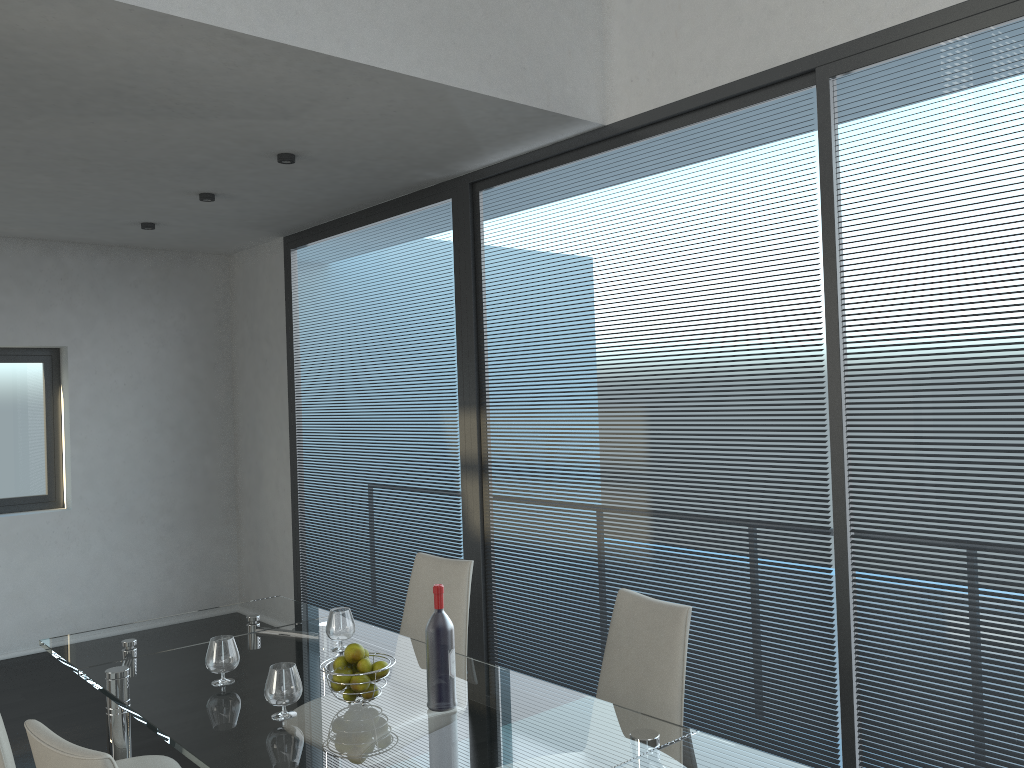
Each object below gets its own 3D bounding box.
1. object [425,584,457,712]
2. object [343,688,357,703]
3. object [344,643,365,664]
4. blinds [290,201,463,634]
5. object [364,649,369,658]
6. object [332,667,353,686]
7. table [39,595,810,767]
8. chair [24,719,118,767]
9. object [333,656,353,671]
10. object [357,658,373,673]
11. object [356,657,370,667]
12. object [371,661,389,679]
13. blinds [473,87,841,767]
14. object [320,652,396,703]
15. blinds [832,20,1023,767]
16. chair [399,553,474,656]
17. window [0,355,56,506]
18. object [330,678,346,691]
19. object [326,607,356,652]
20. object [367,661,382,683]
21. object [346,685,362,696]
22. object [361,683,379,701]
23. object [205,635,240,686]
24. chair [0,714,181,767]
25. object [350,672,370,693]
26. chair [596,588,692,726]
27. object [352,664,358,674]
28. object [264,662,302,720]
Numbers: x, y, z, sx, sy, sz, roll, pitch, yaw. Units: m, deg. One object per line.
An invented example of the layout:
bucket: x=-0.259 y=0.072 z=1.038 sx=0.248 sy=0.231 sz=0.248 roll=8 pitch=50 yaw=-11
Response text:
object: x=-0.191 y=0.699 z=2.366 sx=0.082 sy=0.326 sz=0.082 roll=-2 pitch=-1 yaw=-20
object: x=-0.438 y=0.843 z=2.399 sx=0.038 sy=0.038 sz=0.038 roll=-1 pitch=-1 yaw=-37
object: x=-0.430 y=0.736 z=2.423 sx=0.055 sy=0.056 sz=0.055 roll=-1 pitch=-1 yaw=-41
blinds: x=-0.860 y=0.341 z=5.267 sx=0.018 sy=2.537 sz=1.787 roll=-1 pitch=-1 yaw=-41
object: x=-0.424 y=0.760 z=2.483 sx=0.047 sy=0.045 sz=0.047 roll=-1 pitch=-1 yaw=-40
object: x=-0.453 y=0.785 z=2.378 sx=0.054 sy=0.048 sz=0.055 roll=-3 pitch=-1 yaw=42
table: x=-0.457 y=1.240 z=2.483 sx=0.940 sy=0.731 sz=2.720 roll=-1 pitch=-1 yaw=-41
chair: x=-0.629 y=1.124 z=1.841 sx=0.471 sy=0.959 sz=0.612 roll=-3 pitch=-1 yaw=39
object: x=-0.465 y=0.773 z=2.432 sx=0.050 sy=0.054 sz=0.055 roll=-2 pitch=-1 yaw=18
object: x=-0.399 y=0.764 z=2.396 sx=0.040 sy=0.043 sz=0.044 roll=-2 pitch=-1 yaw=-26
object: x=-0.411 y=0.772 z=2.446 sx=0.040 sy=0.038 sz=0.040 roll=-2 pitch=-1 yaw=20
object: x=-0.357 y=0.775 z=2.408 sx=0.047 sy=0.048 sz=0.047 roll=-2 pitch=-1 yaw=12
blinds: x=0.465 y=0.274 z=3.733 sx=0.018 sy=2.537 sz=1.874 roll=-1 pitch=-1 yaw=-41
object: x=-0.419 y=0.814 z=2.421 sx=0.206 sy=0.105 sz=0.206 roll=-2 pitch=-1 yaw=4
blinds: x=1.736 y=0.210 z=2.261 sx=0.018 sy=2.537 sz=1.874 roll=-1 pitch=-1 yaw=-41
chair: x=-0.434 y=1.136 z=3.151 sx=0.471 sy=0.959 sz=0.612 roll=-3 pitch=-1 yaw=44
window: x=-3.458 y=0.310 z=5.834 sx=0.800 sy=1.000 sz=0.050 roll=-1 pitch=-1 yaw=-41
object: x=-0.472 y=0.814 z=2.415 sx=0.045 sy=0.042 sz=0.045 roll=-3 pitch=-1 yaw=44
object: x=-0.572 y=0.818 z=2.959 sx=0.098 sy=0.132 sz=0.098 roll=-2 pitch=-1 yaw=-21
object: x=-0.376 y=0.794 z=2.447 sx=0.058 sy=0.058 sz=0.058 roll=-2 pitch=-1 yaw=16
object: x=-0.427 y=0.832 z=2.449 sx=0.061 sy=0.056 sz=0.059 roll=-2 pitch=-1 yaw=4
object: x=-0.387 y=0.835 z=2.410 sx=0.048 sy=0.048 sz=0.048 roll=-1 pitch=-1 yaw=-30
object: x=-0.863 y=0.824 z=2.645 sx=0.098 sy=0.132 sz=0.098 roll=-2 pitch=-1 yaw=-21
chair: x=-1.190 y=1.152 z=2.471 sx=0.612 sy=0.959 sz=0.471 roll=-1 pitch=-1 yaw=-36
object: x=-0.406 y=0.798 z=2.372 sx=0.054 sy=0.055 sz=0.053 roll=-2 pitch=-1 yaw=14
chair: x=0.189 y=1.105 z=2.427 sx=0.612 sy=0.959 sz=0.471 roll=-1 pitch=-1 yaw=-31
object: x=-0.448 y=0.795 z=2.473 sx=0.047 sy=0.045 sz=0.047 roll=-1 pitch=-1 yaw=-37
object: x=-0.604 y=0.810 z=2.343 sx=0.098 sy=0.132 sz=0.098 roll=-2 pitch=-1 yaw=-21
